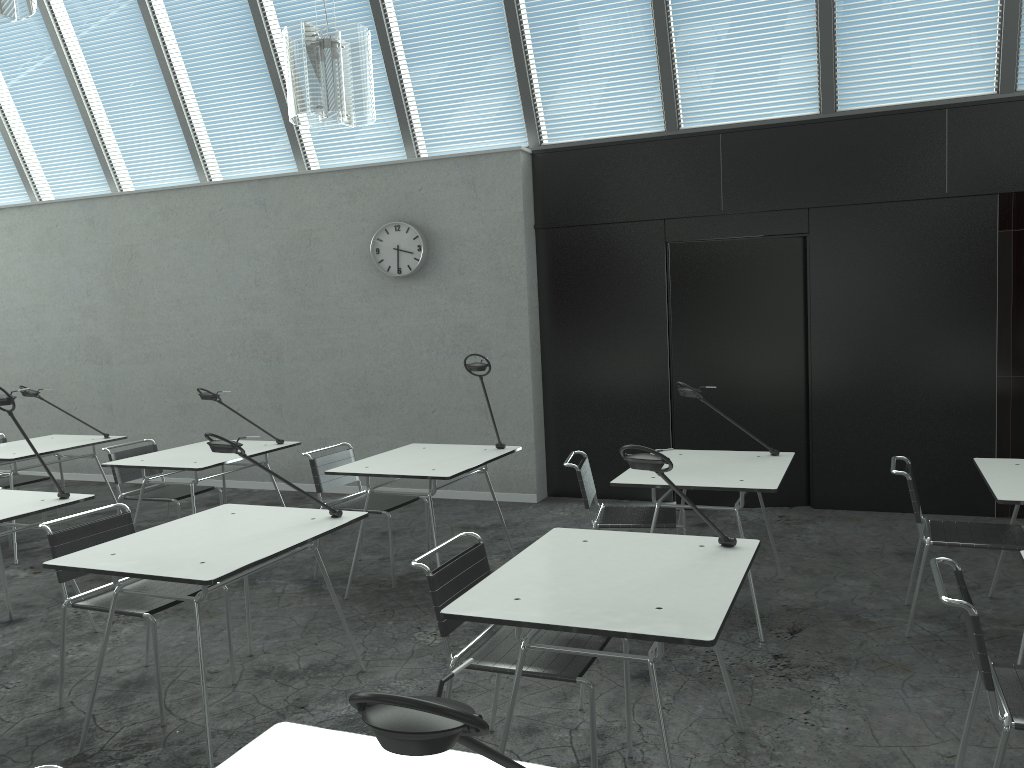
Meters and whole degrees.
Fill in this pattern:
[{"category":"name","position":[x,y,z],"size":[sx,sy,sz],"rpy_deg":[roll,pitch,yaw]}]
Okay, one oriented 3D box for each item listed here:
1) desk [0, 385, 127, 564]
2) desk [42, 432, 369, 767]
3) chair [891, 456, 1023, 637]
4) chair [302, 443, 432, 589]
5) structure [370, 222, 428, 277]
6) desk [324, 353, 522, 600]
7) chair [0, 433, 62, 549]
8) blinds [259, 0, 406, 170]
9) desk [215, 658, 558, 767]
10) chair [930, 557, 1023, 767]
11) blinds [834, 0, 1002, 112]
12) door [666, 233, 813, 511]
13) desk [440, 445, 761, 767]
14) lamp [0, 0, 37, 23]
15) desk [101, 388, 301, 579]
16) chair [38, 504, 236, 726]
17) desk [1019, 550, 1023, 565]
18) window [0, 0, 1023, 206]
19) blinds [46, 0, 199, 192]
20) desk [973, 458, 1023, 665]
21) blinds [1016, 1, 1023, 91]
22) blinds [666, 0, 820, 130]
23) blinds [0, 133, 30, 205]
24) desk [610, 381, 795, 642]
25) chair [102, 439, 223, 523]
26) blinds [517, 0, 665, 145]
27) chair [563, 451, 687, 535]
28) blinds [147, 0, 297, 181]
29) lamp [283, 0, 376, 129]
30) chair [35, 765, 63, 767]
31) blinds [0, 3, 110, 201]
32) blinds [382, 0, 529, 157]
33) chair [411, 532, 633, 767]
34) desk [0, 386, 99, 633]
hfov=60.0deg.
[{"category":"desk","position":[-3.108,0.588,5.795],"size":[0.700,1.153,0.900],"rpy_deg":[0,6,22]},{"category":"desk","position":[-1.040,0.745,3.185],"size":[0.700,1.153,0.900],"rpy_deg":[0,6,23]},{"category":"chair","position":[1.893,0.754,3.718],"size":[0.555,0.765,0.428],"rpy_deg":[0,6,24]},{"category":"chair","position":[-0.789,0.770,4.815],"size":[0.555,0.765,0.428],"rpy_deg":[0,6,26]},{"category":"structure","position":[-0.838,-1.105,6.571],"size":[0.446,0.446,0.077],"rpy_deg":[0,6,22]},{"category":"desk","position":[-0.435,0.491,4.661],"size":[0.700,1.321,0.900],"rpy_deg":[0,6,23]},{"category":"chair","position":[-3.402,0.780,5.944],"size":[0.555,0.765,0.428],"rpy_deg":[0,6,26]},{"category":"blinds","position":[-1.474,-3.290,6.274],"size":[0.889,2.949,1.094],"rpy_deg":[0,6,22]},{"category":"desk","position":[-0.284,0.904,1.166],"size":[0.700,1.153,0.900],"rpy_deg":[0,6,22]},{"category":"chair","position":[1.356,0.924,2.202],"size":[0.555,0.765,0.428],"rpy_deg":[0,6,21]},{"category":"blinds","position":[2.182,-3.326,4.766],"size":[0.889,2.982,1.106],"rpy_deg":[0,6,22]},{"category":"door","position":[1.507,-0.070,5.943],"size":[0.940,2.020,0.365],"rpy_deg":[0,6,22]},{"category":"desk","position":[0.309,0.743,2.563],"size":[0.700,1.153,0.900],"rpy_deg":[0,6,22]},{"category":"lamp","position":[-1.441,-2.211,2.107],"size":[0.359,2.307,0.350],"rpy_deg":[0,6,22]},{"category":"desk","position":[-1.778,0.586,5.190],"size":[0.700,1.153,0.900],"rpy_deg":[0,6,23]},{"category":"chair","position":[-1.418,0.937,3.366],"size":[0.555,0.765,0.428],"rpy_deg":[0,6,24]},{"category":"desk","position":[1.637,0.647,2.065],"size":[0.700,1.321,0.900],"rpy_deg":[0,6,23]},{"category":"window","position":[-2.380,-3.319,6.672],"size":[12.775,3.101,1.144],"rpy_deg":[0,6,22]},{"category":"blinds","position":[-3.304,-3.279,7.025],"size":[0.889,2.949,1.094],"rpy_deg":[0,6,22]},{"category":"desk","position":[2.265,0.479,3.519],"size":[0.700,1.321,0.900],"rpy_deg":[0,6,22]},{"category":"blinds","position":[3.097,-3.332,4.391],"size":[0.889,2.982,1.106],"rpy_deg":[0,6,22]},{"category":"blinds","position":[1.270,-3.305,5.149],"size":[0.889,2.949,1.094],"rpy_deg":[0,6,22]},{"category":"blinds","position":[-5.132,-3.268,7.775],"size":[0.889,2.949,1.094],"rpy_deg":[0,6,22]},{"category":"desk","position":[0.916,0.567,4.119],"size":[0.700,1.153,0.900],"rpy_deg":[0,6,22]},{"category":"chair","position":[-2.088,0.779,5.329],"size":[0.555,0.765,0.428],"rpy_deg":[0,6,21]},{"category":"blinds","position":[0.357,-3.300,5.523],"size":[0.889,2.949,1.094],"rpy_deg":[0,6,22]},{"category":"chair","position":[0.556,0.763,4.255],"size":[0.555,0.765,0.428],"rpy_deg":[-2,6,10]},{"category":"blinds","position":[-2.389,-3.284,6.650],"size":[0.889,2.949,1.094],"rpy_deg":[0,6,22]},{"category":"lamp","position":[-0.823,-2.656,3.620],"size":[0.359,2.848,0.350],"rpy_deg":[0,6,22]},{"category":"chair","position":[-0.575,1.101,1.262],"size":[0.555,0.765,0.428],"rpy_deg":[-1,6,19]},{"category":"blinds","position":[-4.219,-3.274,7.400],"size":[0.889,2.949,1.094],"rpy_deg":[0,6,22]},{"category":"blinds","position":[-0.558,-3.295,5.898],"size":[0.889,2.949,1.094],"rpy_deg":[0,6,22]},{"category":"chair","position":[0.037,0.937,2.682],"size":[0.555,0.765,0.428],"rpy_deg":[0,6,22]},{"category":"desk","position":[-2.373,0.666,3.749],"size":[0.700,1.321,0.900],"rpy_deg":[0,6,22]}]
